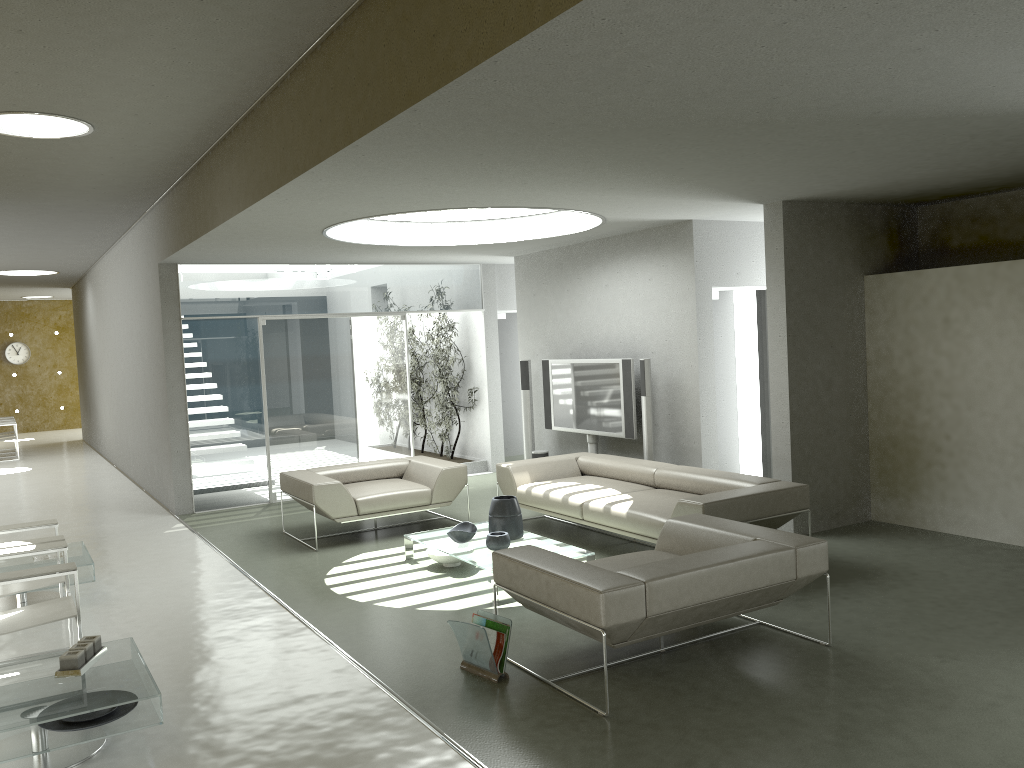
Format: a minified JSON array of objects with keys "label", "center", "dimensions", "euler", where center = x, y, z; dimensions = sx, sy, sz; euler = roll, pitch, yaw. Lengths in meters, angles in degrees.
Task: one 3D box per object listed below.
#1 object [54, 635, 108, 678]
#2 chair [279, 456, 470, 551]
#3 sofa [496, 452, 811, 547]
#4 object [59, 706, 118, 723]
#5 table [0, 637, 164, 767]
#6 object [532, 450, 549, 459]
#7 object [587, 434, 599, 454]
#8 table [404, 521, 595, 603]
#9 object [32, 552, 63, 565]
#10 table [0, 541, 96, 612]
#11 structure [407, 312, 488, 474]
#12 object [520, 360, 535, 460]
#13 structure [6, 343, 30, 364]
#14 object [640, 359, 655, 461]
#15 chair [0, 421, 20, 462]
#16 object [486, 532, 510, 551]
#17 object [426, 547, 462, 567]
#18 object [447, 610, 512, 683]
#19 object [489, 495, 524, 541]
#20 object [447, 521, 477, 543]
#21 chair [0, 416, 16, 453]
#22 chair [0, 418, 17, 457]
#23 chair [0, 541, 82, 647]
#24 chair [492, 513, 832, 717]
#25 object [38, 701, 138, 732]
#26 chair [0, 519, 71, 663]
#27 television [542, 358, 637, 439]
[{"label":"object","center":[-2.001,1.255,4.123],"dimensions":[0.118,0.097,0.326],"euler":[-3,3,-5]},{"label":"chair","center":[-1.285,1.069,8.287],"dimensions":[1.481,0.583,1.039],"euler":[-5,3,-30]},{"label":"sofa","center":[0.990,1.003,7.271],"dimensions":[1.037,0.585,2.791],"euler":[-5,3,-30]},{"label":"object","center":[-1.822,1.413,3.817],"dimensions":[0.239,0.027,0.239],"euler":[-4,3,-13]},{"label":"table","center":[-2.076,1.469,3.883],"dimensions":[0.900,0.300,0.900],"euler":[-5,3,-30]},{"label":"object","center":[0.319,0.974,9.818],"dimensions":[0.175,0.461,0.185],"euler":[-5,4,-36]},{"label":"object","center":[0.796,0.866,9.217],"dimensions":[0.323,0.689,0.882],"euler":[-5,3,-30]},{"label":"table","center":[-0.138,1.286,6.621],"dimensions":[0.790,0.200,1.500],"euler":[-5,3,-30]},{"label":"object","center":[-3.299,1.245,6.313],"dimensions":[0.197,0.029,0.189],"euler":[-5,3,-30]},{"label":"table","center":[-3.515,1.419,6.341],"dimensions":[0.900,0.300,0.900],"euler":[-5,3,-30]},{"label":"structure","center":[-1.469,-0.151,12.780],"dimensions":[0.646,2.589,3.371],"euler":[-5,3,-31]},{"label":"object","center":[0.194,0.456,10.185],"dimensions":[0.310,1.469,0.310],"euler":[-3,3,-3]},{"label":"structure","center":[-12.198,-0.755,21.891],"dimensions":[0.547,0.539,0.016],"euler":[-5,3,-30]},{"label":"object","center":[1.268,0.500,8.220],"dimensions":[0.310,1.469,0.310],"euler":[-1,4,37]},{"label":"chair","center":[-9.317,1.046,15.985],"dimensions":[0.710,0.667,0.800],"euler":[-5,3,-30]},{"label":"object","center":[-0.100,1.138,6.409],"dimensions":[0.177,0.113,0.177],"euler":[0,4,40]},{"label":"object","center":[-0.467,1.331,6.817],"dimensions":[0.387,0.124,0.387],"euler":[-1,3,32]},{"label":"object","center":[-0.162,1.346,4.549],"dimensions":[0.216,0.288,0.329],"euler":[-5,4,-40]},{"label":"object","center":[-0.051,1.019,6.765],"dimensions":[0.265,0.309,0.265],"euler":[0,4,43]},{"label":"object","center":[-0.376,1.132,6.694],"dimensions":[0.223,0.125,0.317],"euler":[-3,3,6]},{"label":"chair","center":[-10.182,1.016,17.462],"dimensions":[0.710,0.667,0.800],"euler":[-5,3,-30]},{"label":"chair","center":[-9.750,1.031,16.723],"dimensions":[0.710,0.667,0.800],"euler":[-5,3,-30]},{"label":"chair","center":[-2.691,1.277,4.669],"dimensions":[0.710,0.667,0.800],"euler":[-5,3,-30]},{"label":"chair","center":[0.786,1.141,4.750],"dimensions":[1.481,0.583,1.039],"euler":[-5,3,-30]},{"label":"object","center":[-1.822,1.416,3.817],"dimensions":[0.394,0.027,0.394],"euler":[0,4,43]},{"label":"chair","center":[-3.123,1.262,5.408],"dimensions":[0.710,0.667,0.800],"euler":[-5,3,-30]},{"label":"television","center":[0.807,0.129,9.207],"dimensions":[0.127,0.781,1.603],"euler":[-5,3,-30]}]
